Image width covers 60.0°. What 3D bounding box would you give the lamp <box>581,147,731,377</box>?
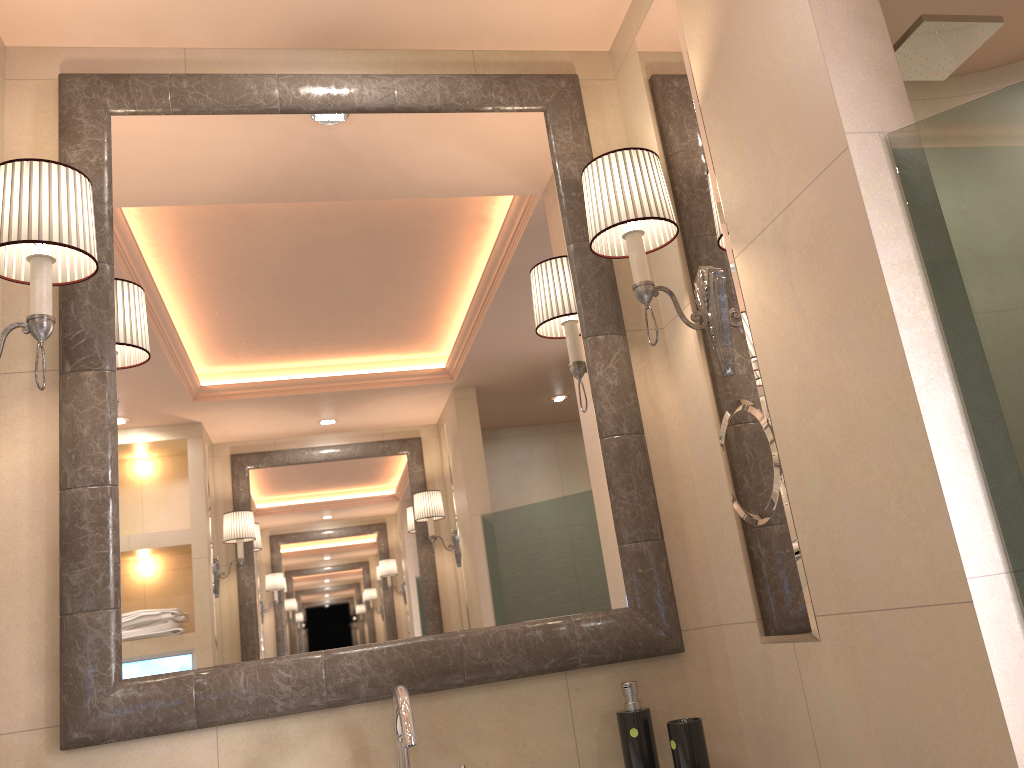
[{"bbox_3d":[0.270,-0.218,1.705,0.223,0.444,0.174,-5,-16,-13],"label":"lamp"}]

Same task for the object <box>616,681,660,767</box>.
[{"bbox_3d":[0.230,0.652,1.618,0.063,0.208,0.063,1,-18,-31],"label":"object"}]

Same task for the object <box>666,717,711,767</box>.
[{"bbox_3d":[0.315,0.662,1.559,0.063,0.134,0.063,-14,-16,18],"label":"object"}]

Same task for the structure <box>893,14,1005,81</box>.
[{"bbox_3d":[0.883,-0.076,1.814,0.311,1.409,0.506,-1,-17,-23],"label":"structure"}]

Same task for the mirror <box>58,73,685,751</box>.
[{"bbox_3d":[-0.300,-0.059,1.789,1.130,1.320,0.040,-5,-16,-13],"label":"mirror"}]

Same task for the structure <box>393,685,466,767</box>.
[{"bbox_3d":[-0.200,0.652,1.504,0.223,0.268,0.242,-14,-17,20],"label":"structure"}]

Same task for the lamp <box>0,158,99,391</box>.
[{"bbox_3d":[-0.799,-0.132,1.454,0.223,0.444,0.174,-5,-16,-13],"label":"lamp"}]
